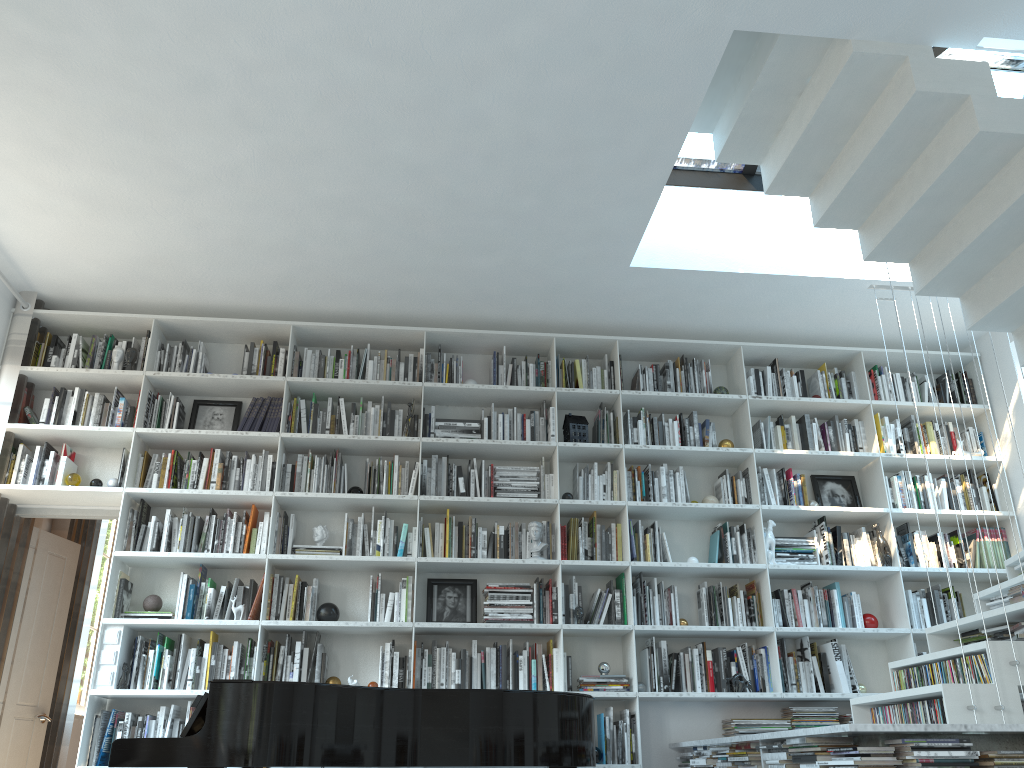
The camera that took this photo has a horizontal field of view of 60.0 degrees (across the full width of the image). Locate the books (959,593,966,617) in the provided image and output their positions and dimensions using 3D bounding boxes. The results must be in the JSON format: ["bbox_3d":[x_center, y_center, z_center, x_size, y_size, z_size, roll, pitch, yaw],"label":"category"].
[{"bbox_3d":[2.787,1.446,5.552,0.013,0.239,0.167,2,-23,-6],"label":"books"}]

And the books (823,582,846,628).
[{"bbox_3d":[1.984,1.384,5.464,0.026,0.289,0.182,2,-23,-6],"label":"books"}]

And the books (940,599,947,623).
[{"bbox_3d":[2.647,1.459,5.532,0.027,0.200,0.164,2,-23,-6],"label":"books"}]

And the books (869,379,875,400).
[{"bbox_3d":[2.441,0.097,6.093,0.025,0.222,0.137,2,-23,-6],"label":"books"}]

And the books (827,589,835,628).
[{"bbox_3d":[1.940,1.407,5.472,0.012,0.253,0.161,2,-23,-6],"label":"books"}]

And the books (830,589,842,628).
[{"bbox_3d":[1.961,1.403,5.449,0.023,0.243,0.190,2,-23,-6],"label":"books"}]

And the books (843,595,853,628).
[{"bbox_3d":[2.053,1.427,5.475,0.037,0.217,0.140,2,-23,-6],"label":"books"}]

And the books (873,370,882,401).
[{"bbox_3d":[2.476,0.066,6.080,0.012,0.268,0.185,2,-23,-6],"label":"books"}]

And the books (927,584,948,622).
[{"bbox_3d":[2.667,1.416,5.553,0.013,0.295,0.142,2,-23,-6],"label":"books"}]

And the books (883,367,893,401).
[{"bbox_3d":[2.555,0.057,6.107,0.012,0.305,0.185,2,-23,-6],"label":"books"}]

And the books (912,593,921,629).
[{"bbox_3d":[2.476,1.432,5.513,0.037,0.235,0.153,2,-23,-6],"label":"books"}]

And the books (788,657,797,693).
[{"bbox_3d":[1.646,1.747,5.288,0.023,0.213,0.164,2,-23,-6],"label":"books"}]

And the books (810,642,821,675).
[{"bbox_3d":[1.820,1.718,5.335,0.010,0.303,0.132,2,-23,-6],"label":"books"}]

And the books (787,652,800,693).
[{"bbox_3d":[1.666,1.730,5.286,0.015,0.242,0.157,2,-23,-6],"label":"books"}]

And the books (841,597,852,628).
[{"bbox_3d":[2.022,1.428,5.454,0.030,0.200,0.190,2,-23,-6],"label":"books"}]

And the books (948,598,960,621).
[{"bbox_3d":[2.727,1.453,5.525,0.021,0.204,0.175,2,-23,-6],"label":"books"}]

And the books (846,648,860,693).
[{"bbox_3d":[2.016,1.734,5.335,0.062,0.273,0.149,2,-23,-6],"label":"books"}]

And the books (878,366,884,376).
[{"bbox_3d":[2.542,0.053,6.123,0.012,0.325,0.152,2,-23,-6],"label":"books"}]

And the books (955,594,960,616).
[{"bbox_3d":[2.753,1.446,5.549,0.014,0.236,0.147,2,-23,-6],"label":"books"}]

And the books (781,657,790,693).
[{"bbox_3d":[1.605,1.751,5.295,0.033,0.212,0.140,2,-23,-6],"label":"books"}]

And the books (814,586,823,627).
[{"bbox_3d":[1.844,1.388,5.437,0.012,0.261,0.187,2,-23,-6],"label":"books"}]

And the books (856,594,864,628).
[{"bbox_3d":[2.111,1.424,5.475,0.027,0.222,0.171,2,-23,-6],"label":"books"}]

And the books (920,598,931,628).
[{"bbox_3d":[2.531,1.449,5.508,0.029,0.200,0.173,2,-23,-6],"label":"books"}]

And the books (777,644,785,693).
[{"bbox_3d":[1.582,1.712,5.296,0.015,0.285,0.139,2,-23,-6],"label":"books"}]

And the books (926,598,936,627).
[{"bbox_3d":[2.581,1.452,5.525,0.025,0.207,0.149,2,-23,-6],"label":"books"}]

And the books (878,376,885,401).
[{"bbox_3d":[2.492,0.086,6.077,0.022,0.228,0.175,2,-23,-6],"label":"books"}]

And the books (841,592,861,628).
[{"bbox_3d":[2.085,1.417,5.473,0.025,0.234,0.182,2,-23,-6],"label":"books"}]

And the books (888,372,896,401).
[{"bbox_3d":[2.587,0.076,6.113,0.027,0.274,0.149,2,-23,-6],"label":"books"}]

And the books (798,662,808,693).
[{"bbox_3d":[1.712,1.763,5.291,0.030,0.187,0.140,2,-23,-6],"label":"books"}]

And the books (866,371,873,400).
[{"bbox_3d":[2.419,0.067,6.091,0.022,0.274,0.160,2,-23,-6],"label":"books"}]

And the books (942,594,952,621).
[{"bbox_3d":[2.700,1.447,5.555,0.027,0.241,0.132,2,-23,-6],"label":"books"}]

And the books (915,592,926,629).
[{"bbox_3d":[2.505,1.431,5.518,0.022,0.241,0.152,2,-23,-6],"label":"books"}]

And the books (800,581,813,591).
[{"bbox_3d":[1.830,1.377,5.459,0.013,0.298,0.148,2,-23,-6],"label":"books"}]

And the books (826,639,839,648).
[{"bbox_3d":[1.953,1.712,5.350,0.012,0.324,0.137,2,-23,-6],"label":"books"}]

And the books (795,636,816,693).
[{"bbox_3d":[1.759,1.694,5.315,0.014,0.332,0.169,2,-23,-6],"label":"books"}]

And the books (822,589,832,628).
[{"bbox_3d":[1.905,1.398,5.444,0.014,0.248,0.178,2,-23,-6],"label":"books"}]

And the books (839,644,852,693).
[{"bbox_3d":[1.974,1.722,5.324,0.025,0.286,0.160,2,-23,-6],"label":"books"}]

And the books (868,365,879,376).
[{"bbox_3d":[2.507,0.049,6.119,0.014,0.330,0.143,2,-23,-6],"label":"books"}]

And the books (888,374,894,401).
[{"bbox_3d":[2.567,0.082,6.107,0.014,0.259,0.168,2,-23,-6],"label":"books"}]

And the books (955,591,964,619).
[{"bbox_3d":[2.774,1.441,5.557,0.012,0.253,0.161,2,-23,-6],"label":"books"}]

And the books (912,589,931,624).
[{"bbox_3d":[2.555,1.427,5.540,0.024,0.266,0.133,2,-23,-6],"label":"books"}]

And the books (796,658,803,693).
[{"bbox_3d":[1.685,1.751,5.292,0.025,0.209,0.138,2,-23,-6],"label":"books"}]

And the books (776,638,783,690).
[{"bbox_3d":[1.568,1.687,5.302,0.014,0.336,0.132,2,-23,-6],"label":"books"}]

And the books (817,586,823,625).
[{"bbox_3d":[1.864,1.392,5.460,0.011,0.270,0.152,2,-23,-6],"label":"books"}]

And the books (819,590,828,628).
[{"bbox_3d":[1.883,1.406,5.460,0.026,0.245,0.166,2,-23,-6],"label":"books"}]

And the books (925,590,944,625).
[{"bbox_3d":[2.610,1.425,5.512,0.027,0.247,0.185,2,-23,-6],"label":"books"}]

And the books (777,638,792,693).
[{"bbox_3d":[1.627,1.699,5.318,0.013,0.325,0.131,2,-23,-6],"label":"books"}]

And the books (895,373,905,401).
[{"bbox_3d":[2.637,0.082,6.112,0.029,0.263,0.179,2,-23,-6],"label":"books"}]

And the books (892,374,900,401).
[{"bbox_3d":[2.612,0.083,6.108,0.022,0.258,0.164,2,-23,-6],"label":"books"}]

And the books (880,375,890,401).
[{"bbox_3d":[2.527,0.084,6.091,0.023,0.242,0.183,2,-23,-6],"label":"books"}]

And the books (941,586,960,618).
[{"bbox_3d":[2.742,1.421,5.550,0.011,0.283,0.161,2,-23,-6],"label":"books"}]

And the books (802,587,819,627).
[{"bbox_3d":[1.812,1.388,5.428,0.028,0.254,0.192,2,-23,-6],"label":"books"}]

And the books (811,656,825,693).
[{"bbox_3d":[1.792,1.748,5.295,0.052,0.216,0.185,2,-23,-6],"label":"books"}]

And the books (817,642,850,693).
[{"bbox_3d":[1.900,1.703,5.285,0.075,0.290,0.256,2,-23,-6],"label":"books"}]

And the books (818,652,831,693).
[{"bbox_3d":[1.843,1.741,5.308,0.031,0.238,0.172,2,-23,-6],"label":"books"}]

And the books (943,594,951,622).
[{"bbox_3d":[2.682,1.445,5.536,0.014,0.229,0.173,2,-23,-6],"label":"books"}]

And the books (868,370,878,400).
[{"bbox_3d":[2.462,0.063,6.094,0.013,0.285,0.151,2,-23,-6],"label":"books"}]

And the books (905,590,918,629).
[{"bbox_3d":[2.447,1.421,5.506,0.024,0.251,0.176,2,-23,-6],"label":"books"}]

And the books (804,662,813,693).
[{"bbox_3d":[1.740,1.762,5.287,0.024,0.184,0.150,2,-23,-6],"label":"books"}]
